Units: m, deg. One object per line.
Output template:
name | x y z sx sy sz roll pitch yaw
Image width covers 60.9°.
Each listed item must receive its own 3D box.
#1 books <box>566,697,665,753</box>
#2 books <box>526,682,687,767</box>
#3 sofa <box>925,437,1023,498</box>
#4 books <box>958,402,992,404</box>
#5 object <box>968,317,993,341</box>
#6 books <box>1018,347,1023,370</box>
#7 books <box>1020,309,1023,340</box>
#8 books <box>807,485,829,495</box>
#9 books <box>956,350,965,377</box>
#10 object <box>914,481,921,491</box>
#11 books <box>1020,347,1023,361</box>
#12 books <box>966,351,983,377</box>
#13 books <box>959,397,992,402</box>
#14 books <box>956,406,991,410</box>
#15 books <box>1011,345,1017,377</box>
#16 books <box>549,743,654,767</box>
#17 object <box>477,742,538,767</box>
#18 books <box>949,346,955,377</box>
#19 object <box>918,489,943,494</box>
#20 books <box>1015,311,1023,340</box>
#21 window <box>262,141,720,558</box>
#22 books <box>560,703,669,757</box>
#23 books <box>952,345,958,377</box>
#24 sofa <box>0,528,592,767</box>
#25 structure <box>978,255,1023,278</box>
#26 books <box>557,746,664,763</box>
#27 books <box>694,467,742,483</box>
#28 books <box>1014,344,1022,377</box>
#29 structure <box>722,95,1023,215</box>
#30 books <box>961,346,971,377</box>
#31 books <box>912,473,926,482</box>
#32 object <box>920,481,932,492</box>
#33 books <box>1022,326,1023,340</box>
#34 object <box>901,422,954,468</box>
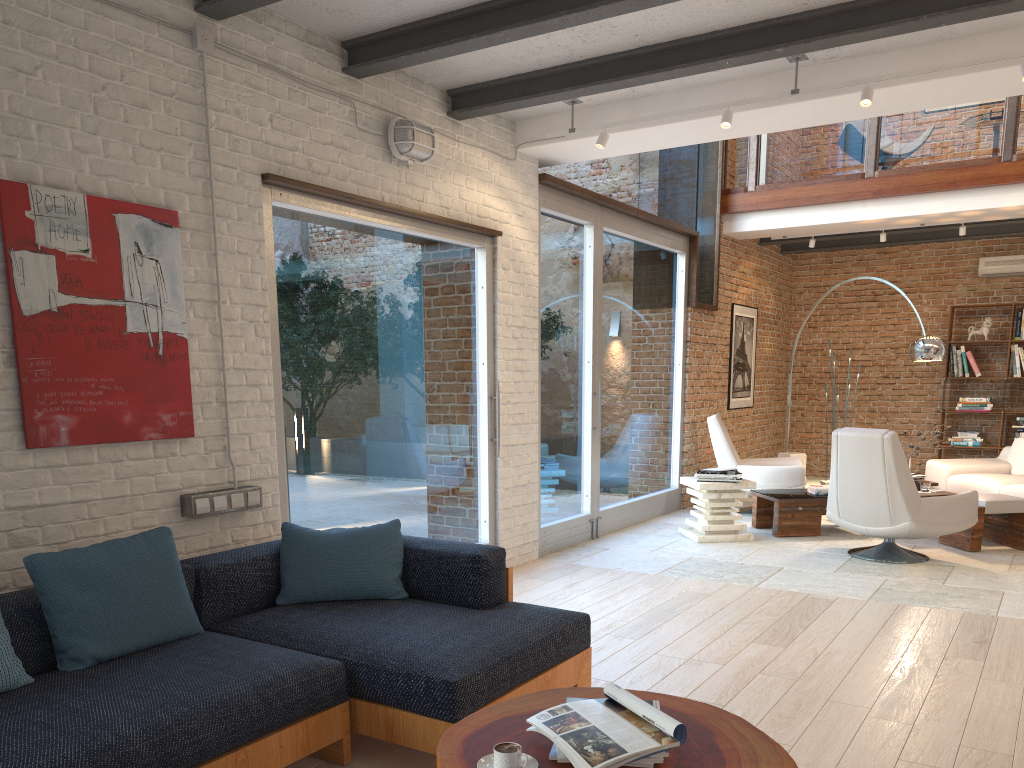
books | 0.259 0.876 2.250 0.252 0.011 0.312 0 0 7
books | 0.227 0.863 2.175 0.272 0.111 0.317 -1 2 -25
sofa | 4.933 0.920 7.900 1.143 0.771 2.288 -1 2 -8
books | 5.656 0.230 10.653 0.354 0.021 0.268 0 1 31
object | 5.609 -0.661 10.446 0.249 0.289 0.128 5 10 39
books | 6.049 -0.255 10.315 0.124 0.357 0.267 6 9 32
books | 6.017 -0.693 10.262 0.020 0.367 0.267 7 10 32
books | 2.811 0.938 7.717 0.326 0.057 0.250 0 1 2
books | 5.501 -0.249 10.687 0.101 0.342 0.250 6 9 32
object | 3.462 0.880 7.500 0.094 0.084 0.112 0 4 4
books | 6.072 -0.255 10.311 0.124 0.357 0.267 6 9 32
books | 5.622 -0.242 10.604 0.193 0.326 0.250 5 8 32
books | 5.661 0.191 10.639 0.325 0.057 0.251 0 1 34
books | 5.642 0.296 10.659 0.378 0.037 0.240 0 1 27
books | 5.979 -0.273 10.371 0.100 0.393 0.239 6 10 32
books | 0.245 0.908 2.252 0.252 0.011 0.313 0 0 12
object | -0.016 0.892 2.063 0.146 0.057 0.172 0 2 21
books | 5.412 -0.274 10.706 0.090 0.393 0.239 6 10 32
object | 3.545 0.904 7.423 0.271 0.035 0.244 0 1 4
books | 5.985 -0.679 10.286 0.055 0.337 0.250 6 9 32
window | -0.425 -1.873 5.628 0.642 6.544 12.163 6 6 32
books | 0.254 0.887 2.245 0.252 0.011 0.312 0 0 2
books | 5.448 -0.275 10.693 0.090 0.393 0.239 6 10 32
sofa | -1.068 1.041 2.320 2.069 0.674 3.896 1 1 32
structure | 5.970 -1.397 10.280 0.808 0.224 0.197 0 6 32
books | 0.239 0.897 2.236 0.252 0.011 0.312 0 0 2
books | 1.784 0.775 7.488 0.389 0.081 0.559 0 1 16
books | 5.998 -0.272 10.332 0.102 0.392 0.239 6 10 32
structure | 4.221 -0.766 3.556 10.104 4.228 13.667 1 2 32
books | 5.532 -0.273 10.627 0.120 0.390 0.239 6 10 32
books | 3.646 0.878 8.194 0.399 0.076 0.246 -1 1 -25
object | 3.487 0.868 7.356 0.091 0.086 0.089 -1 5 -8
books | 6.040 -0.679 10.230 0.055 0.337 0.250 6 9 32
object | 3.596 0.614 7.667 0.542 0.621 0.308 0 9 3
